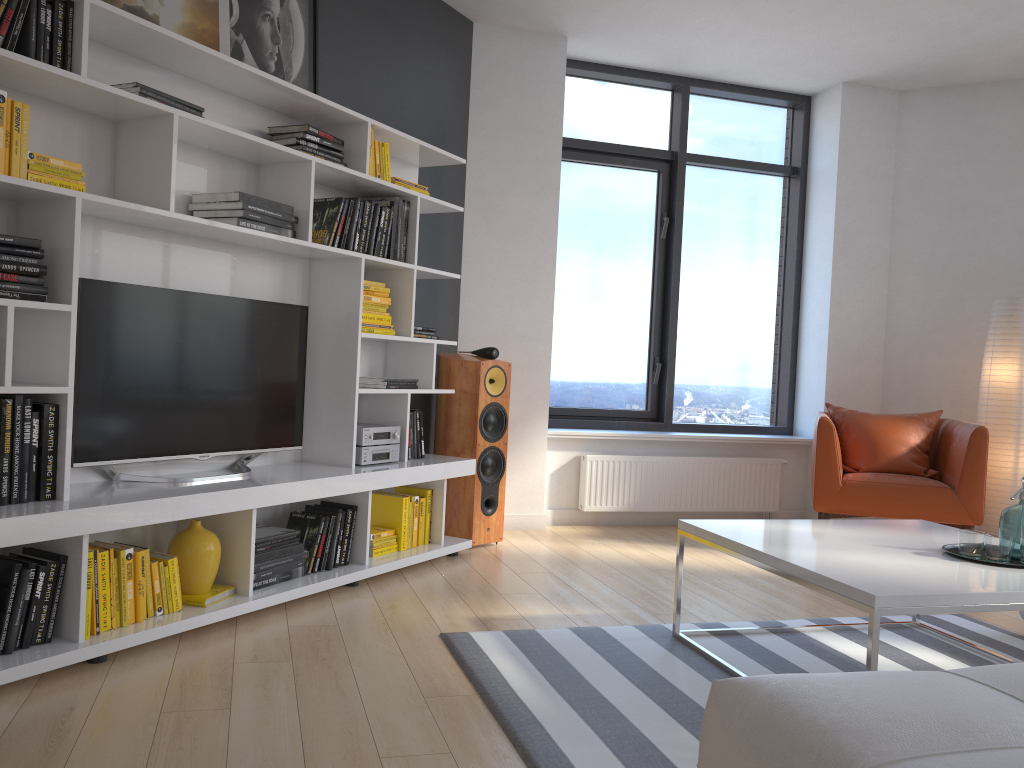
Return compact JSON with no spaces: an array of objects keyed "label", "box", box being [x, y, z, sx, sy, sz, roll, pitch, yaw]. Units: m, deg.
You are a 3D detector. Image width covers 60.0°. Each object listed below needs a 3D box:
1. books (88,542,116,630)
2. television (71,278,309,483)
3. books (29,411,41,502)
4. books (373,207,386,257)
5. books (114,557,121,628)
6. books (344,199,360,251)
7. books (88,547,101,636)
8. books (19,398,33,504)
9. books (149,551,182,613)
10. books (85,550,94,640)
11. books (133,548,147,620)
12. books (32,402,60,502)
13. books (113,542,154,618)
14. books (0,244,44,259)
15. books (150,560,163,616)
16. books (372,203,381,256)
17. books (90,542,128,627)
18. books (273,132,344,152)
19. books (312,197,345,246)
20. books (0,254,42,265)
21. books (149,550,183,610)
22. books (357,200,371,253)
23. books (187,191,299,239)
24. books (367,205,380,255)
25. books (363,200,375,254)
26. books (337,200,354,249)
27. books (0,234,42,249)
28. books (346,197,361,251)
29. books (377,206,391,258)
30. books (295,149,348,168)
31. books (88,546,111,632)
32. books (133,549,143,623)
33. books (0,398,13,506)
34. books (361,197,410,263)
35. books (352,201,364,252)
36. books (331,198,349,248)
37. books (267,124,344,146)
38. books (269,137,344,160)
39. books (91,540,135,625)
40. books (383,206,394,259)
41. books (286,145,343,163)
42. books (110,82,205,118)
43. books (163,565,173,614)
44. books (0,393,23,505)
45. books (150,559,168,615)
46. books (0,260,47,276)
[{"label":"books","box":[-1.357,0.647,2.870,0.202,0.267,0.038,3,1,29]},{"label":"television","box":[-1.189,0.005,3.419,0.207,0.704,1.102,3,1,29]},{"label":"books","box":[-1.534,0.216,2.737,0.200,0.272,0.028,3,1,29]},{"label":"books","box":[-0.685,-0.704,4.128,0.179,0.243,0.071,3,1,28]},{"label":"books","box":[-1.334,0.667,2.878,0.156,0.230,0.042,3,1,27]},{"label":"books","box":[-0.768,-0.703,3.955,0.172,0.242,0.069,3,1,30]},{"label":"books","box":[-1.385,0.644,2.810,0.213,0.271,0.048,3,1,29]},{"label":"books","box":[-1.555,0.195,2.710,0.239,0.315,0.034,3,1,29]},{"label":"books","box":[-1.220,0.686,3.080,0.148,0.193,0.067,3,1,30]},{"label":"books","box":[-1.385,0.644,2.766,0.204,0.270,0.029,3,1,29]},{"label":"books","box":[-1.298,0.663,2.975,0.171,0.235,0.043,3,1,27]},{"label":"books","box":[-1.516,0.205,2.772,0.230,0.297,0.051,3,1,29]},{"label":"books","box":[-1.290,0.663,3.007,0.172,0.235,0.056,3,1,28]},{"label":"books","box":[-1.580,-0.399,2.626,0.214,0.030,0.284,4,1,37]},{"label":"books","box":[-1.256,0.688,3.025,0.138,0.188,0.056,3,1,29]},{"label":"books","box":[-0.709,-0.710,4.111,0.192,0.254,0.075,3,1,28]},{"label":"books","box":[-1.327,0.654,2.899,0.180,0.252,0.041,3,1,29]},{"label":"books","box":[-0.873,-1.031,3.806,0.180,0.026,0.246,3,1,31]},{"label":"books","box":[-0.835,-0.702,3.878,0.182,0.234,0.104,3,1,29]},{"label":"books","box":[-1.567,-0.372,2.613,0.189,0.020,0.264,3,1,32]},{"label":"books","box":[-1.216,0.685,3.105,0.149,0.193,0.046,3,1,30]},{"label":"books","box":[-0.748,-0.708,4.043,0.191,0.249,0.084,3,1,29]},{"label":"books","box":[-1.066,-0.660,3.533,0.277,0.137,0.343,3,1,24]},{"label":"books","box":[-0.697,-0.701,4.079,0.172,0.242,0.069,3,1,30]},{"label":"books","box":[-0.732,-0.713,4.073,0.197,0.260,0.066,3,1,29]},{"label":"books","box":[-0.796,-0.700,3.931,0.169,0.233,0.081,3,1,28]},{"label":"books","box":[-1.555,-0.426,2.613,0.180,0.026,0.246,4,1,36]},{"label":"books","box":[-0.780,-0.711,3.988,0.192,0.254,0.075,3,1,28]},{"label":"books","box":[-0.677,-0.707,4.167,0.191,0.249,0.084,3,1,29]},{"label":"books","box":[-0.882,-0.953,3.804,0.214,0.030,0.284,3,1,32]},{"label":"books","box":[-1.373,0.650,2.844,0.198,0.258,0.066,3,1,29]},{"label":"books","box":[-1.292,0.662,2.944,0.169,0.240,0.043,3,1,28]},{"label":"books","box":[-1.582,0.195,2.654,0.237,0.314,0.034,3,1,29]},{"label":"books","box":[-0.637,-0.737,4.295,0.259,0.321,0.128,3,1,29]},{"label":"books","box":[-0.762,-0.704,4.008,0.179,0.243,0.068,3,1,27]},{"label":"books","box":[-0.823,-0.701,3.910,0.187,0.234,0.096,3,1,29]},{"label":"books","box":[-0.883,-1.059,3.808,0.209,0.030,0.266,3,1,22]},{"label":"books","box":[-0.899,-1.005,3.816,0.214,0.030,0.284,3,1,32]},{"label":"books","box":[-1.324,0.654,2.926,0.185,0.252,0.055,3,1,27]},{"label":"books","box":[-0.661,-0.711,4.197,0.197,0.260,0.066,3,1,29]},{"label":"books","box":[-0.885,-0.978,3.804,0.189,0.020,0.264,3,1,27]},{"label":"books","box":[-1.272,-0.969,3.084,0.250,0.047,0.310,3,1,24]},{"label":"books","box":[-1.220,0.700,3.051,0.113,0.169,0.049,3,1,28]},{"label":"books","box":[-1.569,0.189,2.684,0.237,0.326,0.026,3,1,29]},{"label":"books","box":[-1.239,0.689,3.039,0.134,0.187,0.046,3,1,28]},{"label":"books","box":[-1.564,-0.347,2.612,0.214,0.030,0.284,4,1,37]}]
